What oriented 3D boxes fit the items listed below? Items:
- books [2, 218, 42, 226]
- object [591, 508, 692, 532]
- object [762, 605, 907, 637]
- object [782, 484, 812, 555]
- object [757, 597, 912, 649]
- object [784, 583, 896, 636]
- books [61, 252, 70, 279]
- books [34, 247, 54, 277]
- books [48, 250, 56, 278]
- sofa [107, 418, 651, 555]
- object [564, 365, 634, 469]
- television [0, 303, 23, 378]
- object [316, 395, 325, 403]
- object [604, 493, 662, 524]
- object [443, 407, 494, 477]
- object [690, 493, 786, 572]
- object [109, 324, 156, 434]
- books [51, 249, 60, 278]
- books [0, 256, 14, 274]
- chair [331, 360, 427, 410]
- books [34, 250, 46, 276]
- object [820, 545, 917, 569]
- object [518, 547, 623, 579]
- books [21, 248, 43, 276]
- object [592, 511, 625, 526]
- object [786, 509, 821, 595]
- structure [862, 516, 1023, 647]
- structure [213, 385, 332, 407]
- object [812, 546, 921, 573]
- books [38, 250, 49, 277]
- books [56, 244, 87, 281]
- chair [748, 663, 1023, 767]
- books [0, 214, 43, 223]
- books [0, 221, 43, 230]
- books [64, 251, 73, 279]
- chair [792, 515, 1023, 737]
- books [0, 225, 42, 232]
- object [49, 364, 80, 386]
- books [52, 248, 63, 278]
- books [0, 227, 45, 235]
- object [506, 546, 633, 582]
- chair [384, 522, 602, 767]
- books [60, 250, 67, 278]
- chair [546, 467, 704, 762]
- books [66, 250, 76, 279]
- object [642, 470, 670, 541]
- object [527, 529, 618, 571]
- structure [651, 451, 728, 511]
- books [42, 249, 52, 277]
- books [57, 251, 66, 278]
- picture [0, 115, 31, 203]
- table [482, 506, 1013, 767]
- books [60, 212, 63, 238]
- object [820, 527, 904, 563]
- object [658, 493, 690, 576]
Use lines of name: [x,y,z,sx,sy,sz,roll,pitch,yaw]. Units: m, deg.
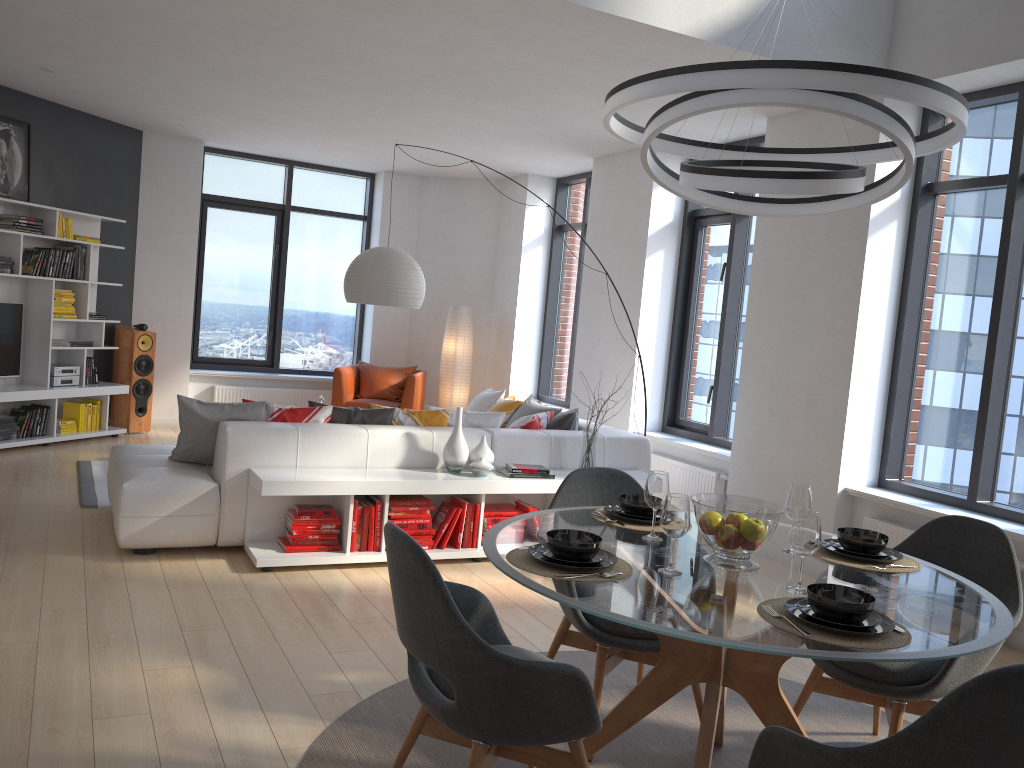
books: [-4.133,-1.367,7.482,0.180,0.026,0.246,7,4,21]
object: [0.462,0.484,3.173,0.360,0.002,0.360,6,4,15]
object: [0.796,0.577,2.191,0.309,0.015,0.206,4,4,-17]
object: [0.925,0.437,2.875,0.083,0.220,0.083,7,4,24]
object: [0.788,0.585,2.184,0.360,0.002,0.360,8,5,38]
object: [0.801,0.548,2.172,0.258,0.074,0.258,5,4,-7]
books: [-4.019,-1.058,7.854,0.179,0.243,0.071,6,4,17]
books: [-4.086,-1.058,7.698,0.192,0.254,0.075,6,4,17]
books: [-4.073,-1.052,7.722,0.179,0.243,0.068,6,4,17]
sofa: [-1.117,0.512,6.556,3.424,0.732,2.614,3,5,-27]
object: [0.562,0.217,5.669,0.406,0.744,0.607,6,4,13]
television: [-4.414,-0.315,7.112,0.207,0.704,1.102,6,4,18]
object: [-1.617,0.216,7.069,0.330,0.265,0.330,5,4,-3]
object: [0.460,0.445,3.180,0.258,0.074,0.258,9,6,43]
object: [-0.253,0.340,5.365,0.316,0.398,0.319,5,4,-3]
object: [0.666,0.448,2.659,0.278,0.184,0.278,4,4,-18]
object: [-3.785,-0.068,8.782,0.434,1.088,0.290,8,5,33]
books: [-4.065,-1.058,7.759,0.191,0.249,0.084,6,4,18]
books: [-4.288,-0.983,7.203,0.277,0.137,0.343,6,4,13]
chair: [-1.406,0.204,9.562,0.896,0.858,0.843,6,4,5]
books: [-4.116,-1.044,7.615,0.187,0.234,0.096,7,4,18]
object: [1.134,0.556,2.913,0.206,0.015,0.309,3,4,-22]
object: [0.167,0.498,2.505,0.206,0.015,0.309,3,4,-22]
books: [-4.122,-1.043,7.581,0.182,0.234,0.104,6,4,18]
object: [0.454,0.476,3.168,0.309,0.015,0.206,3,4,-22]
object: [0.798,0.458,2.427,0.083,0.220,0.083,7,4,24]
structure: [2.362,1.079,4.918,0.110,0.460,1.015,3,5,-27]
structure: [-2.579,0.275,9.918,1.474,0.460,0.110,3,5,-27]
object: [1.145,0.565,2.909,0.360,0.002,0.360,6,4,15]
books: [-4.093,-1.044,7.640,0.169,0.233,0.081,6,4,17]
books: [-4.000,-1.102,8.024,0.259,0.321,0.128,6,4,18]
chair: [0.865,0.936,1.972,0.655,0.891,0.619,4,4,-20]
books: [-4.142,-1.395,7.481,0.209,0.030,0.266,6,4,11]
books: [-4.162,-1.342,7.490,0.214,0.030,0.284,7,4,21]
books: [-4.017,-1.064,7.893,0.191,0.249,0.084,6,4,18]
chair: [1.333,0.903,3.021,0.619,0.891,0.655,3,5,-25]
books: [-4.147,-1.314,7.482,0.189,0.020,0.264,6,4,16]
object: [-4.094,-0.081,7.969,0.270,0.174,0.285,6,4,18]
books: [-4.054,-1.065,7.791,0.197,0.260,0.066,6,4,18]
books: [-4.145,-1.289,7.484,0.214,0.030,0.284,7,4,21]
object: [0.162,0.505,2.512,0.360,0.002,0.360,8,5,38]
chair: [-0.066,0.821,2.407,0.619,0.891,0.655,3,5,-25]
books: [-4.039,-1.063,7.833,0.192,0.254,0.075,6,4,17]
chair: [0.408,0.801,3.277,0.655,0.891,0.619,4,4,-20]
books: [-4.007,-1.070,7.925,0.197,0.260,0.066,6,4,18]
object: [0.467,0.395,2.885,0.083,0.220,0.083,8,5,35]
object: [0.173,0.467,2.512,0.258,0.074,0.258,9,6,43]
structure: [1.340,0.841,6.964,0.110,0.460,1.015,3,5,-27]
books: [-4.069,-1.047,7.669,0.172,0.242,0.069,7,4,19]
books: [-4.022,-1.052,7.803,0.172,0.242,0.069,7,4,19]
picture: [-4.358,-1.865,7.058,0.076,0.707,1.279,6,4,18]
table: [0.624,0.918,2.706,1.499,0.764,1.499,2,5,-38]
books: [-4.008,-1.394,7.757,0.164,0.224,0.054,6,4,17]
object: [1.147,0.527,2.912,0.258,0.074,0.258,5,4,-7]
object: [0.456,0.422,2.499,0.083,0.220,0.083,5,4,1]
